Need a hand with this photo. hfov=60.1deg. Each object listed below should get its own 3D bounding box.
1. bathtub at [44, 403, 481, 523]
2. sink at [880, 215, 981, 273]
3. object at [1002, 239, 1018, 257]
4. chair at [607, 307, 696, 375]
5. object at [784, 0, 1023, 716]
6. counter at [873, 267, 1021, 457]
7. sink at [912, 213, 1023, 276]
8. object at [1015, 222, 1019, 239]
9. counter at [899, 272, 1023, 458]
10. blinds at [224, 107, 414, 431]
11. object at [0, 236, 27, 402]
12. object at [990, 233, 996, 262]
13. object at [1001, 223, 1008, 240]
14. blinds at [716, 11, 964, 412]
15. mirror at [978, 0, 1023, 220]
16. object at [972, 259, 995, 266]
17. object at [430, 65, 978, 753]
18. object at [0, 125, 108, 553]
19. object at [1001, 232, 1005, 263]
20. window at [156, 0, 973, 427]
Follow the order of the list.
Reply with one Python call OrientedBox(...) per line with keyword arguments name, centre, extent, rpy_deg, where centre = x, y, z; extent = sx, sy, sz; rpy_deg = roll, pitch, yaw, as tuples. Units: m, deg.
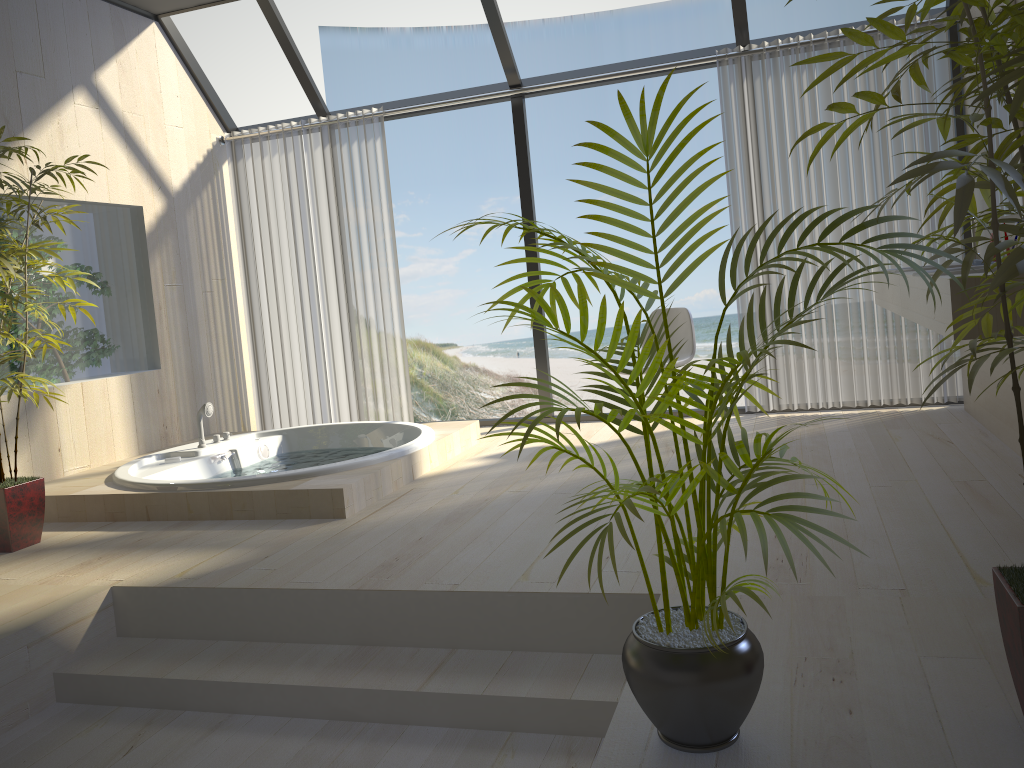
OrientedBox(name="bathtub", centre=(-1.296, 0.439, 4.646), extent=(1.819, 0.696, 1.656), rpy_deg=(-4, 6, 18))
OrientedBox(name="sink", centre=(1.973, -0.557, 4.105), extent=(0.503, 0.418, 0.577), rpy_deg=(-4, 5, 21))
OrientedBox(name="object", centre=(2.044, -0.542, 3.630), extent=(0.058, 0.100, 0.059), rpy_deg=(-4, 4, 25))
OrientedBox(name="chair", centre=(0.782, -0.233, 4.900), extent=(0.456, 0.346, 0.369), rpy_deg=(-10, 6, -43))
OrientedBox(name="object", centre=(0.949, -0.257, 1.449), extent=(0.786, 1.751, 0.939), rpy_deg=(-2, 4, 43))
OrientedBox(name="counter", centre=(2.068, -0.153, 4.142), extent=(0.550, 0.788, 1.212), rpy_deg=(-4, 5, 18))
OrientedBox(name="sink", centre=(1.613, -0.402, 2.958), extent=(0.503, 0.418, 0.577), rpy_deg=(-4, 5, 21))
OrientedBox(name="object", centre=(2.051, -0.582, 3.617), extent=(0.053, 0.175, 0.012), rpy_deg=(-3, 4, 43))
OrientedBox(name="counter", centre=(1.707, 0.002, 2.994), extent=(0.550, 0.788, 1.212), rpy_deg=(-4, 5, 18))
OrientedBox(name="blinds", centre=(-1.274, -0.712, 5.881), extent=(1.181, 2.064, 0.084), rpy_deg=(-4, 3, 18))
OrientedBox(name="object", centre=(-1.776, 0.103, 2.384), extent=(1.064, 1.341, 0.876), rpy_deg=(-5, 4, 6))
OrientedBox(name="object", centre=(2.024, -0.568, 3.728), extent=(0.039, 0.134, 0.039), rpy_deg=(-7, 3, -23))
OrientedBox(name="object", centre=(2.015, -0.580, 3.612), extent=(0.050, 0.177, 0.012), rpy_deg=(-7, 3, -33))
OrientedBox(name="blinds", centre=(1.817, -0.901, 4.892), extent=(1.181, 2.064, 0.084), rpy_deg=(-4, 3, 18))
OrientedBox(name="mirror", centre=(2.177, -1.183, 3.941), extent=(0.023, 0.866, 0.656), rpy_deg=(-5, 4, 18))
OrientedBox(name="object", centre=(1.966, -0.508, 3.680), extent=(0.033, 0.029, 0.104), rpy_deg=(-8, 6, -32))
OrientedBox(name="object", centre=(0.254, 0.077, 1.650), extent=(0.754, 1.153, 0.915), rpy_deg=(-8, 5, -38))
OrientedBox(name="object", centre=(-2.187, -0.190, 3.631), extent=(0.786, 1.751, 0.939), rpy_deg=(-2, 4, 43))
OrientedBox(name="object", centre=(2.114, -0.584, 3.796), extent=(0.039, 0.134, 0.039), rpy_deg=(-7, 3, -23))
OrientedBox(name="window", centre=(0.190, -1.121, 5.185), extent=(4.554, 2.806, 0.748), rpy_deg=(-4, 3, 18))
